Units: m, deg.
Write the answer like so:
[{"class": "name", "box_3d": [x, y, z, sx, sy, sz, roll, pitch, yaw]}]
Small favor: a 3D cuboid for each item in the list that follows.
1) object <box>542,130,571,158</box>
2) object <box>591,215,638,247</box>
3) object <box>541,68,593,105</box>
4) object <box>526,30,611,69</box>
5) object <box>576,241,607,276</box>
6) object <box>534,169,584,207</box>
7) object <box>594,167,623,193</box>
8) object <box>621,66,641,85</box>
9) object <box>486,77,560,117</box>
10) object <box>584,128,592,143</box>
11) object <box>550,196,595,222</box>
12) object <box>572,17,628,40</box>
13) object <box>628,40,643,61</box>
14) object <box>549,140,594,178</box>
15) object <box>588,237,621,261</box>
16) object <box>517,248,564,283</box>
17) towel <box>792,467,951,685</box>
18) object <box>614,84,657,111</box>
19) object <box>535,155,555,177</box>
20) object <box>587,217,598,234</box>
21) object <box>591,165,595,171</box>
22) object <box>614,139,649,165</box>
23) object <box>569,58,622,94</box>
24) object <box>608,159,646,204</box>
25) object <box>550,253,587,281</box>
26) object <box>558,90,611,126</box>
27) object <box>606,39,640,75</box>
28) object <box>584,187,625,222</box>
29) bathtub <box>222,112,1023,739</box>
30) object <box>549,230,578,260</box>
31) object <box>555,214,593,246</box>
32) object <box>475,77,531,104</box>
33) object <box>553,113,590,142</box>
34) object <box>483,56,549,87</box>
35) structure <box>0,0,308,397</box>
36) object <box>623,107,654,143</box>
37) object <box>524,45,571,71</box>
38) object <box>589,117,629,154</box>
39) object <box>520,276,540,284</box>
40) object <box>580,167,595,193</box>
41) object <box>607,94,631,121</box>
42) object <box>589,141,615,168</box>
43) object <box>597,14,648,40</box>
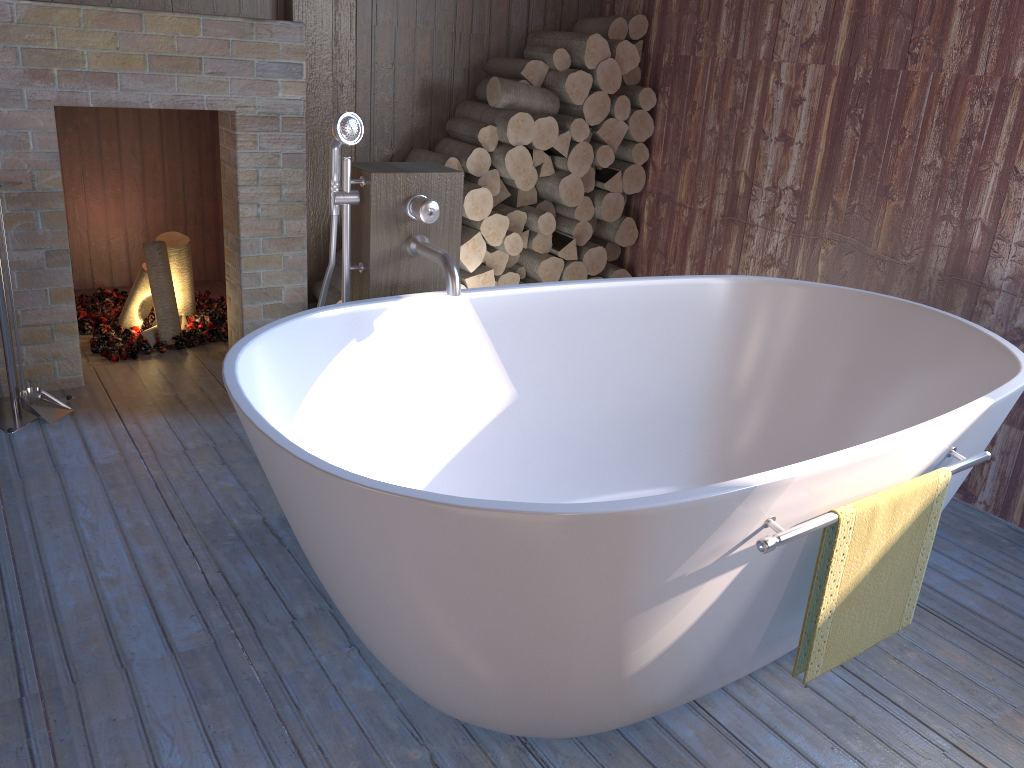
[{"class": "object", "box_3d": [0.089, -1.057, 3.841, 0.109, 0.124, 0.424, -9, 25, -32]}, {"class": "object", "box_3d": [0.398, -0.767, 4.211, 0.139, 0.137, 0.455, -10, 25, -33]}, {"class": "object", "box_3d": [0.153, -1.296, 3.811, 0.139, 0.148, 0.458, -9, 24, -31]}, {"class": "object", "box_3d": [0.235, -1.437, 3.808, 0.135, 0.139, 0.456, -9, 24, -30]}, {"class": "object", "box_3d": [0.258, -0.630, 4.155, 0.138, 0.147, 0.440, -9, 24, -31]}, {"class": "object", "box_3d": [0.132, -0.897, 3.944, 0.141, 0.143, 0.437, -10, 25, -33]}, {"class": "object", "box_3d": [0.338, -0.963, 4.059, 0.115, 0.112, 0.423, -9, 24, -31]}, {"class": "object", "box_3d": [0.457, -1.410, 3.995, 0.107, 0.115, 0.269, -8, 24, -30]}, {"class": "object", "box_3d": [0.046, -1.171, 3.636, 0.302, 0.157, 0.121, -9, 24, -31]}, {"class": "object", "box_3d": [0.239, -1.094, 3.905, 0.095, 0.090, 0.278, -8, 24, -30]}, {"class": "object", "box_3d": [0.236, -0.820, 4.018, 0.114, 0.113, 0.301, -10, 25, -33]}, {"class": "object", "box_3d": [0.383, -1.544, 3.885, 0.104, 0.121, 0.270, -9, 24, -31]}, {"class": "object", "box_3d": [0.463, -1.506, 3.978, 0.081, 0.100, 0.281, -9, 24, -32]}, {"class": "object", "box_3d": [0.177, -1.019, 3.923, 0.136, 0.157, 0.439, -9, 24, -31]}, {"class": "object", "box_3d": [0.386, -0.681, 4.283, 0.114, 0.113, 0.301, -10, 25, -33]}, {"class": "object", "box_3d": [0.050, -0.571, 4.051, 0.139, 0.148, 0.458, -9, 24, -31]}, {"class": "towel", "box_3d": [0.692, 0.360, 1.696, 0.370, 0.361, 0.032, -11, 25, -35]}, {"class": "object", "box_3d": [0.472, -1.309, 4.002, 0.102, 0.109, 0.438, -9, 24, -31]}, {"class": "object", "box_3d": [0.083, -0.976, 3.881, 0.085, 0.096, 0.280, -9, 24, -31]}, {"class": "object", "box_3d": [0.259, -0.777, 4.212, 0.118, 0.106, 0.319, -10, 25, -33]}, {"class": "object", "box_3d": [0.299, -0.976, 4.009, 0.065, 0.069, 0.177, -9, 25, -32]}, {"class": "object", "box_3d": [0.452, -1.092, 4.081, 0.102, 0.109, 0.438, -9, 24, -31]}, {"class": "object", "box_3d": [0.282, -1.352, 3.853, 0.141, 0.143, 0.437, -10, 25, -33]}, {"class": "object", "box_3d": [0.426, -0.939, 4.142, 0.137, 0.256, 0.439, -9, 24, -31]}, {"class": "object", "box_3d": [0.168, -0.560, 4.123, 0.135, 0.145, 0.439, -9, 24, -31]}, {"class": "object", "box_3d": [0.239, -1.220, 3.880, 0.143, 0.151, 0.440, -9, 24, -31]}, {"class": "object", "box_3d": [0.367, -1.445, 3.898, 0.133, 0.142, 0.456, -9, 24, -30]}, {"class": "object", "box_3d": [0.326, -0.856, 4.105, 0.137, 0.133, 0.437, -10, 25, -33]}, {"class": "bathtub", "box_3d": [0.356, 0.023, 2.056, 1.935, 1.109, 1.460, 0, 21, -11]}, {"class": "object", "box_3d": [0.137, -0.663, 4.046, 0.115, 0.112, 0.423, -9, 24, -31]}, {"class": "object", "box_3d": [0.233, -0.718, 4.054, 0.116, 0.117, 0.289, -10, 25, -33]}, {"class": "object", "box_3d": [-0.037, -1.245, 3.801, 0.113, 0.130, 0.291, -9, 24, -31]}, {"class": "object", "box_3d": [0.169, -1.135, 3.863, 0.102, 0.109, 0.438, -9, 24, -31]}, {"class": "object", "box_3d": [0.013, -1.332, 3.800, 0.140, 0.121, 0.319, -8, 24, -30]}, {"class": "structure", "box_3d": [-1.333, -0.664, 3.262, 1.130, 1.330, 0.226, -9, 24, -32]}, {"class": "object", "box_3d": [0.451, -1.203, 4.038, 0.147, 0.152, 0.439, -9, 24, -31]}, {"class": "object", "box_3d": [0.148, -1.373, 3.737, 0.094, 0.097, 0.227, -9, 24, -31]}, {"class": "object", "box_3d": [0.307, -1.146, 3.995, 0.172, 0.151, 0.482, -8, 24, -30]}, {"class": "object", "box_3d": [0.076, -0.449, 4.098, 0.141, 0.143, 0.437, -10, 25, -33]}, {"class": "object", "box_3d": [0.239, -0.942, 3.981, 0.111, 0.118, 0.302, -9, 25, -32]}, {"class": "object", "box_3d": [0.358, -1.250, 3.947, 0.089, 0.106, 0.437, -9, 24, -30]}, {"class": "object", "box_3d": [0.288, -1.056, 3.981, 0.102, 0.109, 0.438, -9, 24, -31]}, {"class": "object", "box_3d": [0.473, -1.580, 3.933, 0.112, 0.113, 0.271, -9, 24, -31]}]
